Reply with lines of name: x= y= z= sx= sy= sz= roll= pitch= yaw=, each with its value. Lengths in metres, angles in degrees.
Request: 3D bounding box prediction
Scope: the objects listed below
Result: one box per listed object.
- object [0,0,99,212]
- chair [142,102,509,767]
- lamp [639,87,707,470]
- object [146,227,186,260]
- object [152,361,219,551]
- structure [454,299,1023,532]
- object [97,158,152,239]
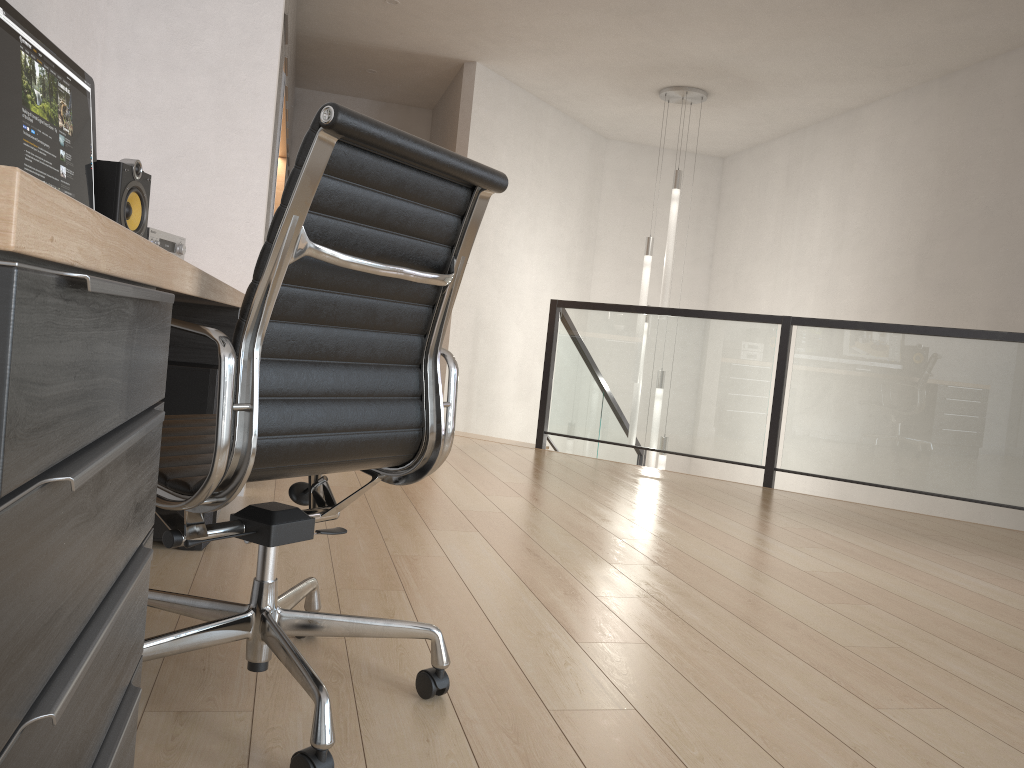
object: x=-1.124 y=-0.543 z=2.077 sx=0.190 sy=0.535 sz=0.716 roll=5 pitch=3 yaw=-9
chair: x=-0.443 y=0.073 z=1.568 sx=0.699 sy=0.991 sz=0.664 roll=8 pitch=3 yaw=36
lamp: x=1.215 y=-1.351 z=6.777 sx=0.359 sy=6.725 sz=0.359 roll=7 pitch=3 yaw=22
object: x=-1.228 y=-0.409 z=2.843 sx=0.270 sy=0.174 sz=0.285 roll=6 pitch=3 yaw=1
object: x=-1.098 y=0.193 z=2.588 sx=0.474 sy=0.527 sz=0.215 roll=5 pitch=3 yaw=-14
structure: x=1.729 y=1.736 z=6.573 sx=4.190 sy=4.339 sz=2.823 roll=7 pitch=3 yaw=31
object: x=-1.215 y=-0.484 z=2.573 sx=0.249 sy=0.354 sz=0.198 roll=6 pitch=3 yaw=1
